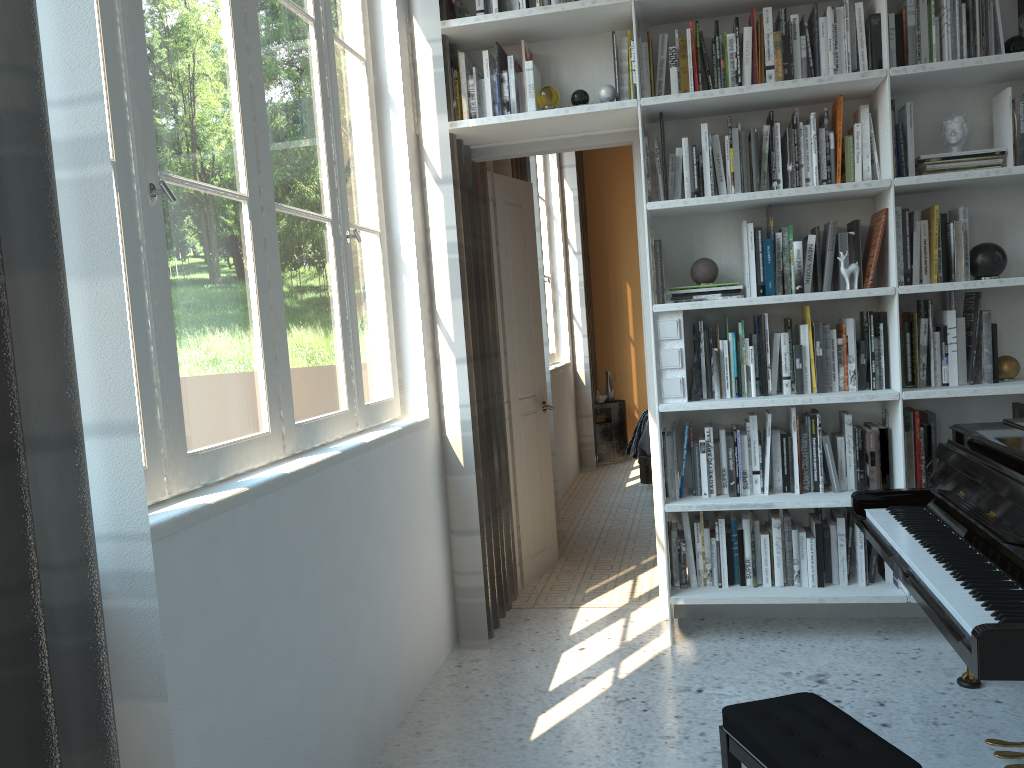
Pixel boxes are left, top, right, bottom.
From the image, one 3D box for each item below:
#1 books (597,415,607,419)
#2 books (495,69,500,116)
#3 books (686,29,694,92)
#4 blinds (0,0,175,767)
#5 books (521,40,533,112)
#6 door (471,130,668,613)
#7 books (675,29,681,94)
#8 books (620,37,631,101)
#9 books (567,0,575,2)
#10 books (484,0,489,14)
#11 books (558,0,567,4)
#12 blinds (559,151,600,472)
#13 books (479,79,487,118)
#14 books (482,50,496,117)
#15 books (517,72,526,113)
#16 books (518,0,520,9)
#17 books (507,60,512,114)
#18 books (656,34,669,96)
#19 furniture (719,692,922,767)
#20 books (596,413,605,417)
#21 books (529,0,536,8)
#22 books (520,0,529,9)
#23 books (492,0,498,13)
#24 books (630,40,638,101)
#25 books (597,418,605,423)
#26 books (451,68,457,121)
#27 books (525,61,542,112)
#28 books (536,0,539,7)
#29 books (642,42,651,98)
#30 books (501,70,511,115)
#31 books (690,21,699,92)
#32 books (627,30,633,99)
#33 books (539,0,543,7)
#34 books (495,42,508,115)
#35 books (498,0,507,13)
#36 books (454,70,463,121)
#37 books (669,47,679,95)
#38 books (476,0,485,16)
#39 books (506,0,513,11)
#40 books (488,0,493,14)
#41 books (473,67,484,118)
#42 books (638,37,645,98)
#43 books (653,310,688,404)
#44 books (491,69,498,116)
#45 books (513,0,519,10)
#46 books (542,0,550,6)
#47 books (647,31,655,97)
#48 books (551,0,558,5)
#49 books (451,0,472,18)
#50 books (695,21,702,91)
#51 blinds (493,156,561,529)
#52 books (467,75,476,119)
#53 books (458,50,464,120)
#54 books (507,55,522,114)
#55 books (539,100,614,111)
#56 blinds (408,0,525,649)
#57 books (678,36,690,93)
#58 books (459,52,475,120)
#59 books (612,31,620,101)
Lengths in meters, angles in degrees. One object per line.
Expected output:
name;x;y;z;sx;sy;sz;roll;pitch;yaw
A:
books;0.712;0.291;7.760;0.189;0.022;0.133;-6;4;-27
books;-0.036;-1.108;3.474;0.011;0.206;0.163;-3;4;12
books;0.668;-1.173;3.323;0.014;0.253;0.187;-3;4;12
blinds;-0.749;-0.398;0.964;0.140;3.234;0.775;-3;4;12
books;0.067;-1.160;3.447;0.013;0.299;0.178;-3;4;12
door;0.264;-0.037;4.083;0.834;1.983;0.785;-3;4;12
books;0.627;-1.176;3.337;0.010;0.263;0.150;-3;4;12
books;0.434;-1.168;3.395;0.044;0.269;0.133;-3;4;12
books;0.230;-1.494;3.396;0.028;0.212;0.138;-3;4;12
books;-0.088;-1.517;3.454;0.011;0.297;0.162;-3;4;12
books;0.197;-1.510;3.382;0.030;0.251;0.165;-3;4;12
blinds;0.585;-0.914;7.568;0.140;3.234;0.775;-3;4;12
books;-0.096;-1.095;3.509;0.029;0.185;0.134;-3;4;12
books;-0.077;-1.143;3.484;0.022;0.282;0.156;-3;4;12
books;0.055;-1.107;3.475;0.029;0.191;0.134;-3;4;12
books;0.042;-1.480;3.423;0.010;0.209;0.165;-3;4;12
books;0.010;-1.125;3.467;0.010;0.234;0.165;-3;4;12
books;0.568;-1.170;3.357;0.062;0.258;0.152;-3;4;12
furniture;0.641;0.887;1.861;0.240;0.354;0.467;-5;4;-13
books;0.714;0.274;7.767;0.133;0.012;0.189;-2;4;29
books;0.084;-1.525;3.415;0.037;0.292;0.155;-3;4;12
books;0.052;-1.519;3.402;0.021;0.286;0.178;-3;4;12
books;-0.049;-1.484;3.434;0.023;0.228;0.171;-3;4;12
books;0.467;-1.145;3.337;0.021;0.225;0.231;-3;4;12
books;0.718;0.317;7.762;0.128;0.030;0.182;-2;4;34
books;-0.209;-1.108;3.504;0.013;0.228;0.179;-3;4;12
books;0.088;-1.117;3.433;0.029;0.211;0.187;-3;4;12
books;0.108;-1.514;3.402;0.013;0.269;0.162;-3;4;12
books;0.515;-1.154;3.362;0.022;0.233;0.151;-3;4;12
books;-0.007;-1.103;3.465;0.024;0.193;0.180;-3;4;12
books;0.684;-1.188;3.322;0.020;0.281;0.164;-3;4;12
books;0.457;-1.177;3.373;0.010;0.286;0.137;-3;4;12
books;0.120;-1.505;3.400;0.012;0.249;0.191;-3;4;12
books;-0.031;-1.153;3.451;0.013;0.297;0.187;-3;4;12
books;-0.029;-1.512;3.423;0.023;0.283;0.185;-3;4;12
books;-0.196;-1.106;3.503;0.013;0.222;0.162;-3;4;12
books;0.609;-1.140;3.327;0.026;0.195;0.175;-3;4;12
books;-0.109;-1.476;3.459;0.034;0.218;0.166;-3;4;12
books;0.000;-1.518;3.440;0.028;0.288;0.132;-3;4;12
books;-0.065;-1.467;3.466;0.024;0.192;0.138;-3;4;12
books;-0.121;-1.110;3.487;0.010;0.220;0.181;-3;4;12
books;0.499;-1.164;3.373;0.012;0.254;0.160;-3;4;12
books;0.610;-0.108;3.396;0.106;0.340;0.306;-3;4;12
books;-0.049;-1.113;3.498;0.023;0.214;0.140;-3;4;12
books;0.027;-1.495;3.435;0.024;0.239;0.155;-3;4;12
books;0.137;-1.503;3.397;0.021;0.244;0.173;-3;4;12
books;0.529;-1.169;3.349;0.012;0.263;0.180;-3;4;12
books;0.169;-1.514;3.388;0.025;0.261;0.166;-3;4;12
books;-0.181;-1.452;3.487;0.121;0.176;0.129;-3;4;12
books;0.697;-1.186;3.309;0.011;0.278;0.164;-3;4;12
blinds;0.034;-0.701;4.841;0.140;3.234;0.775;-3;4;12
books;-0.138;-1.098;3.500;0.029;0.197;0.160;-3;4;12
books;-0.181;-1.149;3.519;0.013;0.303;0.135;-3;4;12
books;0.020;-1.125;3.439;0.021;0.237;0.188;-3;4;12
books;0.259;-1.053;3.427;0.285;0.012;0.159;-3;4;14
blinds;-0.198;-0.611;3.691;0.140;3.234;0.775;-3;4;12
books;0.647;-1.160;3.330;0.030;0.230;0.172;-3;4;12
books;-0.167;-1.138;3.494;0.023;0.282;0.170;-3;4;12
books;0.402;-1.173;3.379;0.012;0.285;0.159;-3;4;12
